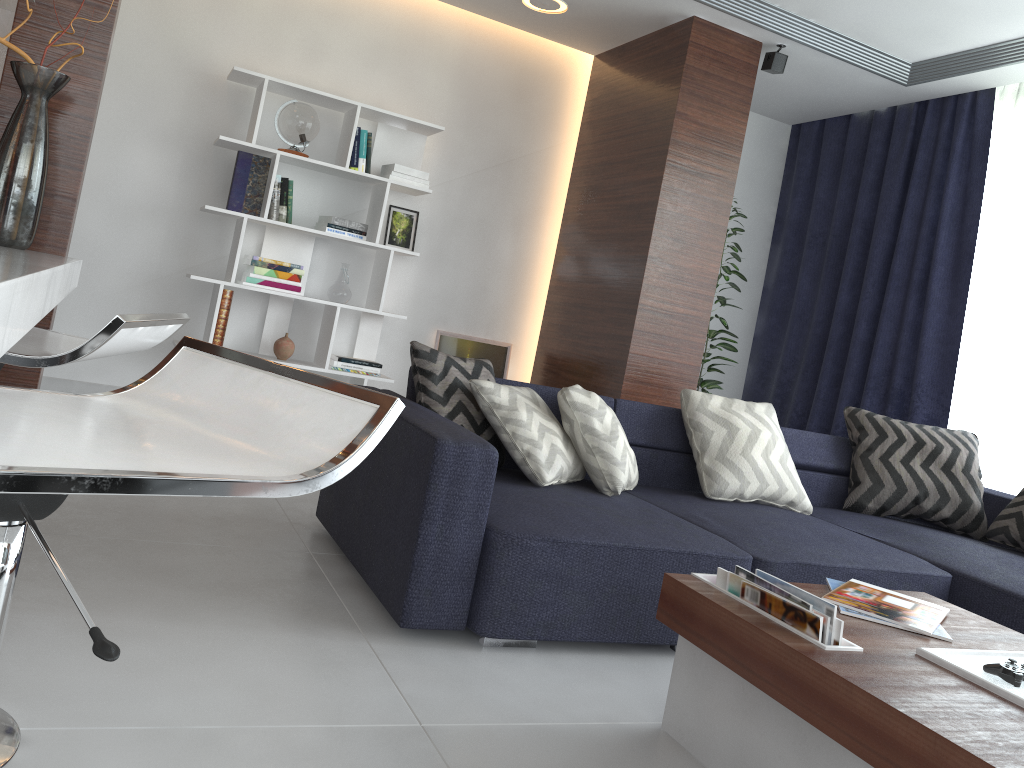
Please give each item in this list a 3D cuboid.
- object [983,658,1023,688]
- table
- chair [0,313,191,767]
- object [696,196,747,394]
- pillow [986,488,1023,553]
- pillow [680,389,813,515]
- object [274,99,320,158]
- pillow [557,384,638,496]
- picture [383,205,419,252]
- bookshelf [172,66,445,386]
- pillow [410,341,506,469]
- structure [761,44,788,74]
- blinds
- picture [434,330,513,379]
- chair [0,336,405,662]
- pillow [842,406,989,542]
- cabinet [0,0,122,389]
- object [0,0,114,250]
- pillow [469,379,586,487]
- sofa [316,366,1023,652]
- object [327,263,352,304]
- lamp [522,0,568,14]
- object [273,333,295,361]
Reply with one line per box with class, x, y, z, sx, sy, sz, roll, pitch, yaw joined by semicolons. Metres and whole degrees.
object;0.921;0.520;1.596;0.112;0.036;0.071;11;3;-12
table;0.816;0.682;1.702;0.795;0.352;0.811;10;3;-25
chair;-0.835;0.199;1.327;0.463;0.710;0.397;11;0;-7
object;1.169;-0.239;5.352;0.507;1.847;0.479;10;-1;34
pillow;2.090;0.504;3.372;0.284;0.345;0.417;11;2;-20
pillow;0.898;0.258;3.425;0.492;0.388;0.345;10;1;-25
object;-1.152;-1.316;4.694;0.234;0.384;0.220;11;0;-5
pillow;0.309;0.194;3.087;0.282;0.351;0.416;11;1;18
picture;-0.643;-0.898;5.137;0.181;0.256;0.059;11;-1;-25
bookshelf;-1.122;-0.642;4.795;1.142;1.822;0.301;11;-1;-24
pillow;-0.168;0.080;2.944;0.223;0.386;0.412;11;1;35
structure;1.414;-1.740;4.745;0.084;0.142;0.115;11;0;-20
blinds;0.784;-0.572;1.973;5.765;2.773;7.185;10;3;-21
picture;-0.276;0.060;5.355;0.497;0.700;0.084;11;-1;-24
chair;-0.441;0.313;0.757;0.399;0.710;0.460;11;0;38
pillow;1.723;0.415;3.807;0.599;0.519;0.354;11;0;6
cabinet;-0.520;-0.611;0.289;0.781;2.552;3.359;12;1;-25
object;-0.851;-0.610;1.635;0.384;0.735;0.199;11;-1;-43
pillow;0.065;0.163;2.945;0.332;0.294;0.413;12;2;27
sofa;1.040;0.529;2.778;2.854;0.608;1.913;10;3;-25
object;-0.935;-0.552;4.844;0.131;0.220;0.133;11;0;-19
lamp;-1.611;-2.111;0.627;9.508;0.084;5.394;8;5;-38
object;-1.226;-0.203;4.760;0.110;0.147;0.123;11;1;-28
